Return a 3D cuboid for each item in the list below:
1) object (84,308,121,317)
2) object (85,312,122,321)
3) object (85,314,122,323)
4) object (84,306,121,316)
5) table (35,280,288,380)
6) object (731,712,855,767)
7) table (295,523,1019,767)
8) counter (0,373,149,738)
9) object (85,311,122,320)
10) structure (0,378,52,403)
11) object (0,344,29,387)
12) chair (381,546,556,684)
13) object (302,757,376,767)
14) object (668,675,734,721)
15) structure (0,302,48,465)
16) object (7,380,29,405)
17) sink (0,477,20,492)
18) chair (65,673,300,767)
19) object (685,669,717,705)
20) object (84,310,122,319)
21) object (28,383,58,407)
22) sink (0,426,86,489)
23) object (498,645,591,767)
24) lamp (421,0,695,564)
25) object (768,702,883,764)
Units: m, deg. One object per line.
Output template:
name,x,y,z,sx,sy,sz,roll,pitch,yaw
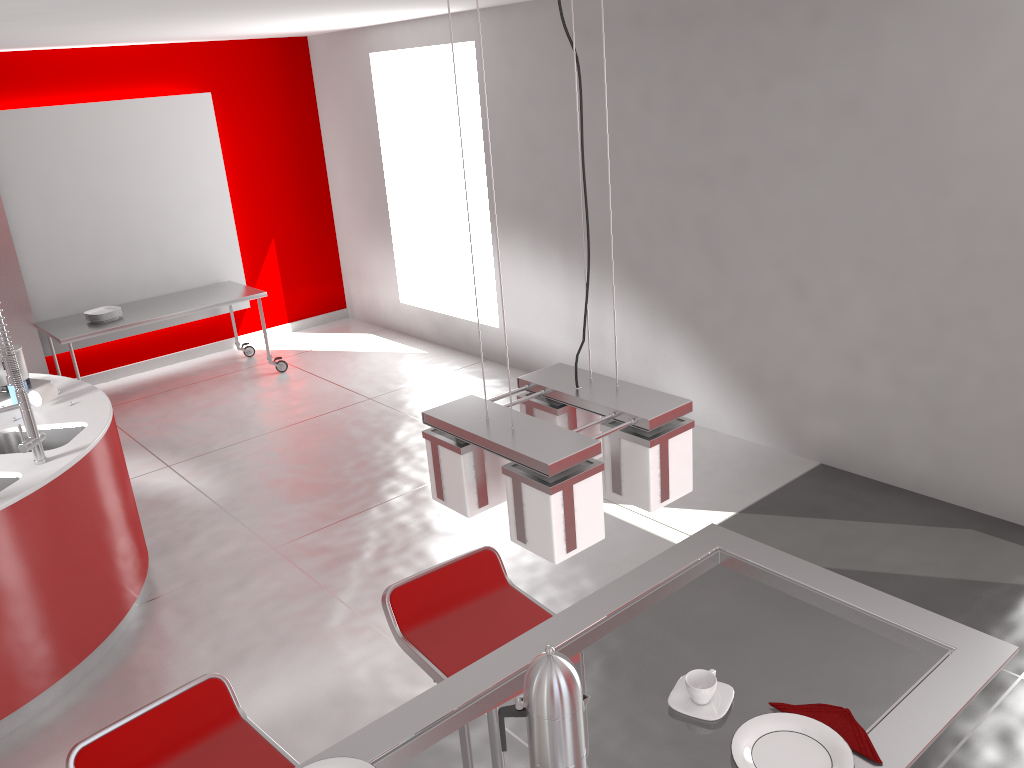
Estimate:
object,-3.032,-0.527,6.574,0.228,0.020,0.228,8,23,31
object,-3.029,-0.499,6.584,0.228,0.020,0.228,8,23,31
object,-3.028,-0.489,6.588,0.228,0.020,0.228,8,23,31
object,-3.032,-0.537,6.571,0.228,0.020,0.228,8,23,31
table,-2.714,-0.283,6.981,1.627,0.682,0.749,-19,24,-35
object,0.512,0.682,1.624,0.217,0.015,0.217,-10,20,-14
table,0.204,1.173,1.833,1.700,1.000,0.800,-20,25,-36
counter,-2.627,0.816,3.639,1.868,0.880,2.865,-6,20,-5
object,-3.030,-0.508,6.581,0.228,0.020,0.228,8,23,31
structure,-2.595,0.036,4.435,0.303,0.037,0.457,5,22,25
object,-2.559,-0.101,4.479,0.218,0.185,0.189,0,20,13
chair,-0.066,0.983,2.627,0.418,0.857,0.460,-18,24,-32
object,-0.333,0.759,1.603,0.217,0.015,0.217,-6,20,-2
object,0.381,0.634,1.786,0.119,0.016,0.119,7,23,29
structure,-1.991,-0.117,3.418,0.178,0.920,0.308,-3,20,5
object,-2.349,0.042,4.211,0.109,0.100,0.080,4,22,23
sink,-2.111,0.502,3.406,0.428,0.172,0.326,0,20,12
chair,-0.705,1.213,2.140,0.418,0.857,0.460,-23,26,-40
object,0.386,0.611,1.780,0.078,0.049,0.062,-10,21,-15
object,-3.031,-0.518,6.578,0.228,0.020,0.228,8,23,31
object,-2.221,0.050,4.184,0.109,0.080,0.100,3,21,20
sink,-2.070,0.333,3.861,0.428,0.172,0.326,-5,20,0
object,0.062,0.592,1.574,0.149,0.287,0.113,-16,23,-29
lamp,0.039,-0.301,1.262,0.304,1.025,0.304,-20,25,-36
object,0.619,0.646,1.703,0.095,0.012,0.234,-21,25,-37
